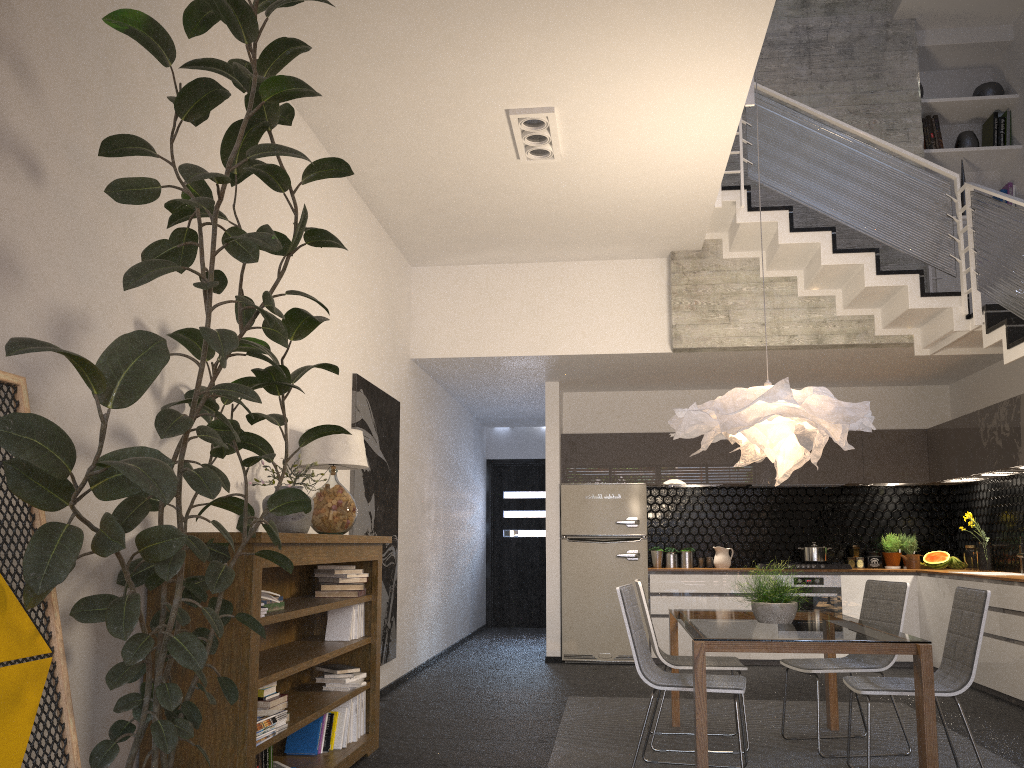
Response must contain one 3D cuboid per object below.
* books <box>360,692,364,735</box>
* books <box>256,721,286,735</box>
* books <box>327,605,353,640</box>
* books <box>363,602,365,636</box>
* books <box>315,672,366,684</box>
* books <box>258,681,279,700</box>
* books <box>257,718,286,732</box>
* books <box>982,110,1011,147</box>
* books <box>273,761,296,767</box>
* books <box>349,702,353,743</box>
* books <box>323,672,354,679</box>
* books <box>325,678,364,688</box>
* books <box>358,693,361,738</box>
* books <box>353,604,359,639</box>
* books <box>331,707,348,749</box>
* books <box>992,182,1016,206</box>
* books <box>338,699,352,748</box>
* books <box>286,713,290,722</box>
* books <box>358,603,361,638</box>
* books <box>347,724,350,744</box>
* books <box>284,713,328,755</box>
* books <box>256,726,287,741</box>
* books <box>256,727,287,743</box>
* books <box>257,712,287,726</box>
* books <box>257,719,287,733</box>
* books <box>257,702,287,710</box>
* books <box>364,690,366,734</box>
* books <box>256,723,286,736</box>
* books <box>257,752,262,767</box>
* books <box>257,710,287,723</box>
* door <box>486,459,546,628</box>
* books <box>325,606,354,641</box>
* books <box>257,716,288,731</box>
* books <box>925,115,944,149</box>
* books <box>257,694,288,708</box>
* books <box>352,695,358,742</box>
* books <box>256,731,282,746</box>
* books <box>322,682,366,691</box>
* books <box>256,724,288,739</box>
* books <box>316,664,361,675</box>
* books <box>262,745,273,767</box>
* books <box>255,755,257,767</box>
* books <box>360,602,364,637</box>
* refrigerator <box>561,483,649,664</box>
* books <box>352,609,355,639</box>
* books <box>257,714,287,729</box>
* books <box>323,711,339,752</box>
[{"bbox_3d":[-0.901,1.803,4.868,0.175,0.241,0.024,-1,-7,6],"label":"books"},{"bbox_3d":[-1.058,1.353,3.484,0.218,0.008,0.290,-2,-10,12],"label":"books"},{"bbox_3d":[-0.932,1.287,4.796,0.136,0.187,0.018,-1,-7,6],"label":"books"},{"bbox_3d":[-0.895,1.319,4.973,0.135,0.188,0.031,-1,-7,6],"label":"books"},{"bbox_3d":[-0.908,1.561,4.709,0.175,0.023,0.245,-3,-11,16],"label":"books"},{"bbox_3d":[-1.115,1.299,3.775,0.216,0.068,0.159,-3,-10,16],"label":"books"},{"bbox_3d":[-1.054,1.344,3.490,0.218,0.008,0.290,-2,-10,10],"label":"books"},{"bbox_3d":[4.170,-2.113,7.628,0.160,0.379,0.267,-1,-8,6],"label":"books"},{"bbox_3d":[-1.070,1.720,3.894,0.271,0.049,0.259,8,-13,-38],"label":"books"},{"bbox_3d":[-0.920,1.789,4.691,0.155,0.204,0.021,-1,-7,6],"label":"books"},{"bbox_3d":[-0.922,1.536,4.700,0.155,0.022,0.207,2,-10,-13],"label":"books"},{"bbox_3d":[-0.886,1.583,4.705,0.174,0.019,0.246,1,-10,-3],"label":"books"},{"bbox_3d":[-0.907,1.790,4.798,0.174,0.242,0.019,-1,-7,6],"label":"books"},{"bbox_3d":[-0.904,1.294,4.830,0.136,0.187,0.018,-1,-7,6],"label":"books"},{"bbox_3d":[-0.936,1.769,4.554,0.155,0.193,0.105,-1,-8,6],"label":"books"},{"bbox_3d":[4.180,-1.487,7.566,0.146,0.380,0.274,-1,-8,6],"label":"books"},{"bbox_3d":[-0.930,1.756,4.595,0.174,0.233,0.101,-1,-8,6],"label":"books"},{"bbox_3d":[-1.092,1.424,3.753,0.243,0.033,0.181,-2,-10,8],"label":"books"},{"bbox_3d":[-0.904,1.305,4.895,0.135,0.187,0.015,-1,-7,6],"label":"books"},{"bbox_3d":[-0.944,1.767,4.670,0.175,0.241,0.024,-1,-7,6],"label":"books"},{"bbox_3d":[-1.028,1.734,4.448,0.171,0.226,0.166,-1,-8,6],"label":"books"},{"bbox_3d":[-1.052,1.372,3.482,0.218,0.008,0.307,-2,-10,11],"label":"books"},{"bbox_3d":[-1.052,1.379,3.479,0.218,0.007,0.307,-2,-10,11],"label":"books"},{"bbox_3d":[-1.058,1.323,3.497,0.218,0.007,0.307,-2,-10,11],"label":"books"},{"bbox_3d":[-1.056,1.349,3.494,0.218,0.006,0.307,-2,-10,11],"label":"books"},{"bbox_3d":[-1.108,1.373,3.766,0.243,0.023,0.176,-2,-10,13],"label":"books"},{"bbox_3d":[-0.895,1.808,4.899,0.174,0.242,0.040,-1,-7,6],"label":"books"},{"bbox_3d":[-1.057,1.359,3.484,0.218,0.008,0.290,-2,-10,12],"label":"books"},{"bbox_3d":[-1.120,1.584,3.652,0.171,0.239,0.085,-1,-8,6],"label":"books"},{"bbox_3d":[-1.056,1.315,3.499,0.219,0.013,0.307,-2,-10,11],"label":"books"},{"bbox_3d":[0.200,2.178,12.135,1.108,2.299,0.161,-1,-7,6],"label":"door"},{"bbox_3d":[-0.922,1.279,4.738,0.135,0.181,0.078,-1,-8,6],"label":"books"},{"bbox_3d":[-1.051,1.337,3.493,0.218,0.007,0.307,-2,-10,10],"label":"books"},{"bbox_3d":[3.642,-2.100,7.706,0.134,0.379,0.274,-1,-8,6],"label":"books"},{"bbox_3d":[-1.097,1.348,3.773,0.225,0.029,0.180,-2,-10,9],"label":"books"},{"bbox_3d":[-0.907,1.775,4.714,0.175,0.241,0.024,-1,-7,6],"label":"books"},{"bbox_3d":[-1.052,1.386,3.480,0.218,0.008,0.307,-1,-10,6],"label":"books"},{"bbox_3d":[-0.888,1.602,4.698,0.155,0.020,0.206,-3,-11,16],"label":"books"},{"bbox_3d":[-1.051,1.364,3.481,0.219,0.013,0.307,-2,-10,11],"label":"books"},{"bbox_3d":[-0.925,1.515,4.709,0.148,0.023,0.222,9,-14,-41],"label":"books"},{"bbox_3d":[-1.100,1.596,3.721,0.167,0.240,0.105,-1,-8,6],"label":"books"},{"bbox_3d":[-1.127,1.582,3.592,0.171,0.223,0.083,-1,-8,6],"label":"books"},{"bbox_3d":[-0.899,1.315,4.949,0.136,0.187,0.018,-1,-7,6],"label":"books"},{"bbox_3d":[0.915,1.855,8.749,0.829,1.699,0.775,-1,-8,6],"label":"refrigerator"},{"bbox_3d":[-0.914,1.305,4.812,0.120,0.158,0.016,-1,-7,6],"label":"books"},{"bbox_3d":[-1.054,1.330,3.495,0.218,0.007,0.307,-2,-10,10],"label":"books"},{"bbox_3d":[-0.974,1.770,4.508,0.146,0.182,0.148,-1,-9,10],"label":"books"}]
